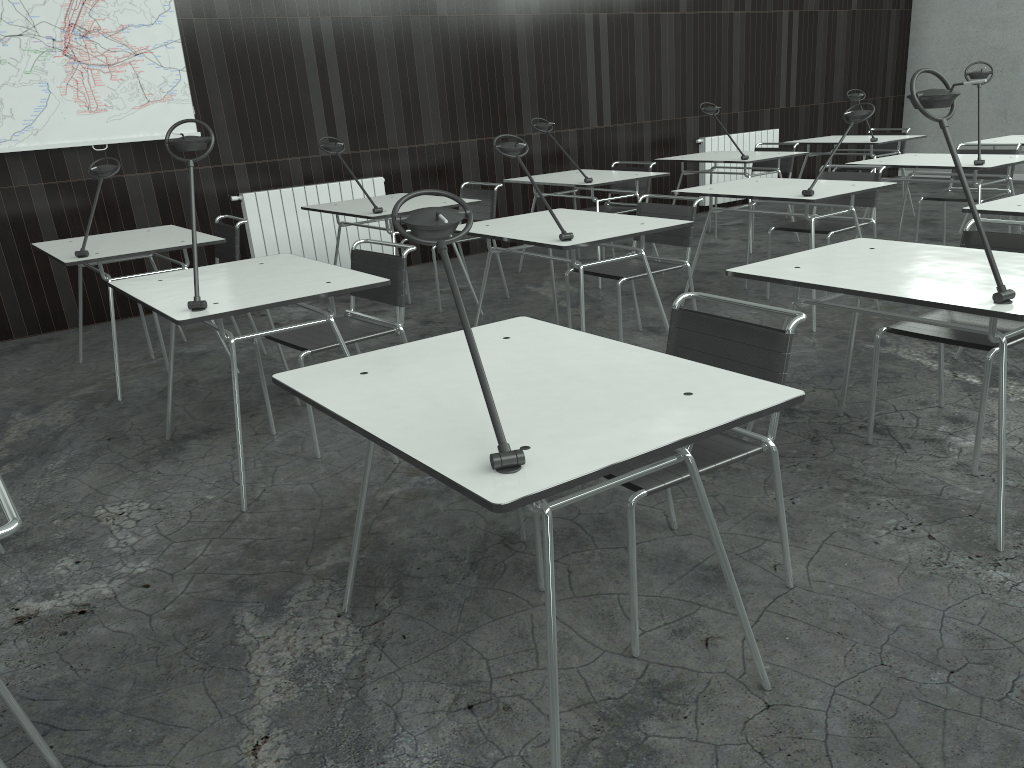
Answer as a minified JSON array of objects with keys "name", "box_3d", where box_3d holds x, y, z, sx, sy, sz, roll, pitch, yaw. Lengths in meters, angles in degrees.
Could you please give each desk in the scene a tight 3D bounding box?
[{"name":"desk","box_3d":[1.635,-1.758,6.666,0.700,1.153,0.900,-18,24,-33]},{"name":"desk","box_3d":[-1.859,-0.631,4.332,0.700,1.153,0.900,-18,24,-32]},{"name":"desk","box_3d":[1.194,-0.313,2.566,0.700,1.321,0.900,-18,24,-32]},{"name":"desk","box_3d":[0.015,0.131,1.848,0.700,1.153,0.900,-17,24,-31]},{"name":"desk","box_3d":[3.755,-1.833,6.173,0.700,1.321,0.900,-18,24,-32]},{"name":"desk","box_3d":[0.228,-0.632,3.890,0.700,1.153,0.900,-18,24,-32]},{"name":"desk","box_3d":[-0.696,-1.015,5.135,0.700,1.153,0.900,-18,24,-33]},{"name":"desk","box_3d":[2.342,-0.626,3.420,0.700,1.153,0.900,-18,24,-32]},{"name":"desk","box_3d":[0.486,-1.386,5.894,0.700,1.153,0.900,-18,24,-32]},{"name":"desk","box_3d":[2.607,-1.446,5.360,0.700,1.321,0.900,-18,24,-32]},{"name":"desk","box_3d":[-0.933,-0.342,3.099,0.700,1.321,0.900,-18,24,-32]},{"name":"desk","box_3d":[1.400,-0.999,4.642,0.700,1.153,0.900,-18,24,-33]},{"name":"desk","box_3d":[2.850,-2.131,7.426,0.700,1.153,0.900,-18,24,-32]}]

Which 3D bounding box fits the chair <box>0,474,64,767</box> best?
[{"name":"chair","box_3d":[-0.975,0.597,1.346,0.555,0.765,0.428,-18,24,-32]}]

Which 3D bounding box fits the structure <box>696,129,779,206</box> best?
[{"name":"structure","box_3d":[2.181,-2.328,8.558,1.129,0.688,0.079,-18,24,-32]}]

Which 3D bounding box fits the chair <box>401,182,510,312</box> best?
[{"name":"chair","box_3d":[-0.346,-0.946,5.428,0.555,0.765,0.428,-18,24,-33]}]

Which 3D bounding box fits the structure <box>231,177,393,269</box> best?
[{"name":"structure","box_3d":[-1.365,-1.202,6.238,1.129,0.688,0.079,-18,24,-32]}]

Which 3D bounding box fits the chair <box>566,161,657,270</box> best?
[{"name":"chair","box_3d":[0.688,-1.284,6.133,0.555,0.765,0.428,-19,25,-35]}]

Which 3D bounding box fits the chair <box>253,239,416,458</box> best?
[{"name":"chair","box_3d":[-0.644,-0.174,3.384,0.555,0.765,0.428,-20,25,-36]}]

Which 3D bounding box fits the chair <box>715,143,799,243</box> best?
[{"name":"chair","box_3d":[1.913,-1.671,6.928,0.555,0.765,0.428,-18,24,-33]}]

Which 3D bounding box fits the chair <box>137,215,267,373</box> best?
[{"name":"chair","box_3d":[-1.611,-0.531,4.565,0.555,0.765,0.428,-16,23,-30]}]

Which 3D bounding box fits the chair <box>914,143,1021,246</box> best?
[{"name":"chair","box_3d":[2.895,-1.278,5.645,0.555,0.765,0.428,-21,26,-37]}]

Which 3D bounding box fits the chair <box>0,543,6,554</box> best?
[{"name":"chair","box_3d":[-1.859,0.219,2.567,0.555,0.765,0.428,-19,25,-35]}]

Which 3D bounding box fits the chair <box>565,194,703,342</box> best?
[{"name":"chair","box_3d":[0.582,-0.561,4.178,0.555,0.765,0.428,-18,24,-32]}]

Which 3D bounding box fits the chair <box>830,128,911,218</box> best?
[{"name":"chair","box_3d":[3.097,-2.031,7.659,0.555,0.765,0.428,-18,24,-32]}]

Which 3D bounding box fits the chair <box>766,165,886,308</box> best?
[{"name":"chair","box_3d":[1.747,-0.930,4.939,0.555,0.765,0.428,-20,25,-36]}]

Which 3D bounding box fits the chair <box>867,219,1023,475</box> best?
[{"name":"chair","box_3d":[1.509,-0.161,2.887,0.555,0.765,0.428,-18,24,-32]}]

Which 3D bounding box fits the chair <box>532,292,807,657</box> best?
[{"name":"chair","box_3d":[0.371,0.204,2.133,0.555,0.765,0.428,-17,23,-30]}]

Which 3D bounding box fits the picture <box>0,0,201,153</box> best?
[{"name":"picture","box_3d":[-2.483,-2.169,5.035,1.211,1.342,0.163,-18,24,-32]}]
